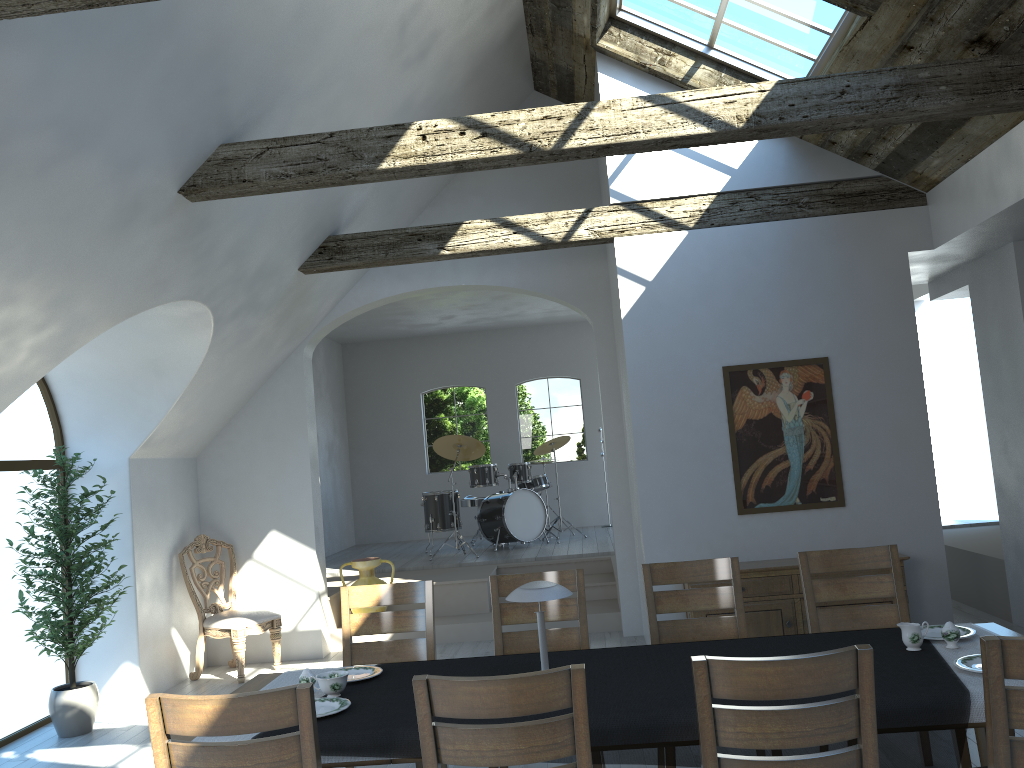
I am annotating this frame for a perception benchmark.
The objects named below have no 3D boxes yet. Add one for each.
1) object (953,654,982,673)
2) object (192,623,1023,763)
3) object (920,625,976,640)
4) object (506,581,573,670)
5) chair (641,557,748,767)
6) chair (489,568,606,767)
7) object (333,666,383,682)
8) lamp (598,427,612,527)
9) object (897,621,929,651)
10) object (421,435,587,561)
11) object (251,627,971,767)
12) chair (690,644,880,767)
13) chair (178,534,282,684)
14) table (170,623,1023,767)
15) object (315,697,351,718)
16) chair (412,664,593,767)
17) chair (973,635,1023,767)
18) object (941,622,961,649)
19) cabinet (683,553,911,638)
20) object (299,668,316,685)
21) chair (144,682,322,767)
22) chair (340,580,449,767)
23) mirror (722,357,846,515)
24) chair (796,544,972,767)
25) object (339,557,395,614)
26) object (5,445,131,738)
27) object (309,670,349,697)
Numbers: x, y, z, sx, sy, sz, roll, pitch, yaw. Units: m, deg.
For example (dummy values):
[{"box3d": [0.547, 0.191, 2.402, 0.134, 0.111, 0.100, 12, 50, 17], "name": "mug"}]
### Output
[{"box3d": [1.597, 0.930, 2.930, 0.250, 0.017, 0.253, -5, -5, 4], "name": "object"}, {"box3d": [0.417, 1.109, 3.253, 2.872, 0.077, 1.050, -5, -5, 4], "name": "object"}, {"box3d": [1.658, 0.967, 3.432, 0.250, 0.017, 0.253, -5, -5, 4], "name": "object"}, {"box3d": [0.111, 0.913, 3.285, 0.251, 0.362, 0.251, -7, -5, 27], "name": "object"}, {"box3d": [0.882, 1.332, 4.001, 0.514, 1.006, 0.605, -5, -5, 4], "name": "chair"}, {"box3d": [0.142, 1.400, 4.055, 0.514, 1.006, 0.605, -5, -5, 4], "name": "chair"}, {"box3d": [-0.648, 1.178, 3.581, 0.250, 0.017, 0.253, -5, -5, 4], "name": "object"}, {"box3d": [1.300, 1.288, 12.381, 0.232, 1.383, 0.238, -5, -5, 4], "name": "lamp"}, {"box3d": [1.479, 0.928, 3.269, 0.100, 0.098, 0.071, -3, -5, -27], "name": "object"}, {"box3d": [-0.277, 1.307, 10.907, 2.354, 1.383, 1.465, -1, -6, -41], "name": "object"}, {"box3d": [0.427, 1.180, 3.249, 2.456, 0.227, 1.073, -5, -5, 4], "name": "object"}, {"box3d": [0.767, 1.220, 2.538, 0.514, 1.006, 0.605, -5, -5, 4], "name": "chair"}, {"box3d": [-2.314, 1.812, 7.312, 0.655, 1.159, 0.552, -8, -5, 29], "name": "chair"}, {"box3d": [0.427, 1.441, 3.222, 3.078, 0.737, 0.939, -5, -5, 4], "name": "table"}, {"box3d": [-0.692, 1.143, 3.110, 0.250, 0.017, 0.253, -5, -5, 4], "name": "object"}, {"box3d": [0.027, 1.289, 2.591, 0.514, 1.006, 0.605, -5, -5, 4], "name": "chair"}, {"box3d": [1.507, 1.152, 2.484, 0.514, 1.006, 0.605, -5, -5, 4], "name": "chair"}, {"box3d": [1.608, 0.918, 3.250, 0.064, 0.092, 0.064, -3, -5, -18], "name": "object"}, {"box3d": [1.891, 1.553, 5.945, 1.481, 0.714, 0.383, -5, -5, 4], "name": "cabinet"}, {"box3d": [-0.783, 1.137, 3.399, 0.064, 0.092, 0.064, -7, -5, 23], "name": "object"}, {"box3d": [-0.714, 1.357, 2.644, 0.514, 1.006, 0.605, -5, -5, 4], "name": "chair"}, {"box3d": [-0.598, 1.469, 4.108, 0.514, 1.006, 0.605, -5, -5, 4], "name": "chair"}, {"box3d": [1.898, 0.363, 6.208, 0.736, 1.047, 0.009, -5, -5, 4], "name": "mirror"}, {"box3d": [1.623, 1.264, 3.948, 0.514, 1.006, 0.605, -5, -5, 4], "name": "chair"}, {"box3d": [-1.313, 1.908, 8.108, 0.402, 0.605, 0.396, -1, -6, -39], "name": "object"}, {"box3d": [-2.971, 1.367, 5.972, 0.718, 1.920, 0.737, -7, -5, 23], "name": "object"}, {"box3d": [-0.670, 1.125, 3.311, 0.130, 0.081, 0.124, 0, -6, -43], "name": "object"}]
